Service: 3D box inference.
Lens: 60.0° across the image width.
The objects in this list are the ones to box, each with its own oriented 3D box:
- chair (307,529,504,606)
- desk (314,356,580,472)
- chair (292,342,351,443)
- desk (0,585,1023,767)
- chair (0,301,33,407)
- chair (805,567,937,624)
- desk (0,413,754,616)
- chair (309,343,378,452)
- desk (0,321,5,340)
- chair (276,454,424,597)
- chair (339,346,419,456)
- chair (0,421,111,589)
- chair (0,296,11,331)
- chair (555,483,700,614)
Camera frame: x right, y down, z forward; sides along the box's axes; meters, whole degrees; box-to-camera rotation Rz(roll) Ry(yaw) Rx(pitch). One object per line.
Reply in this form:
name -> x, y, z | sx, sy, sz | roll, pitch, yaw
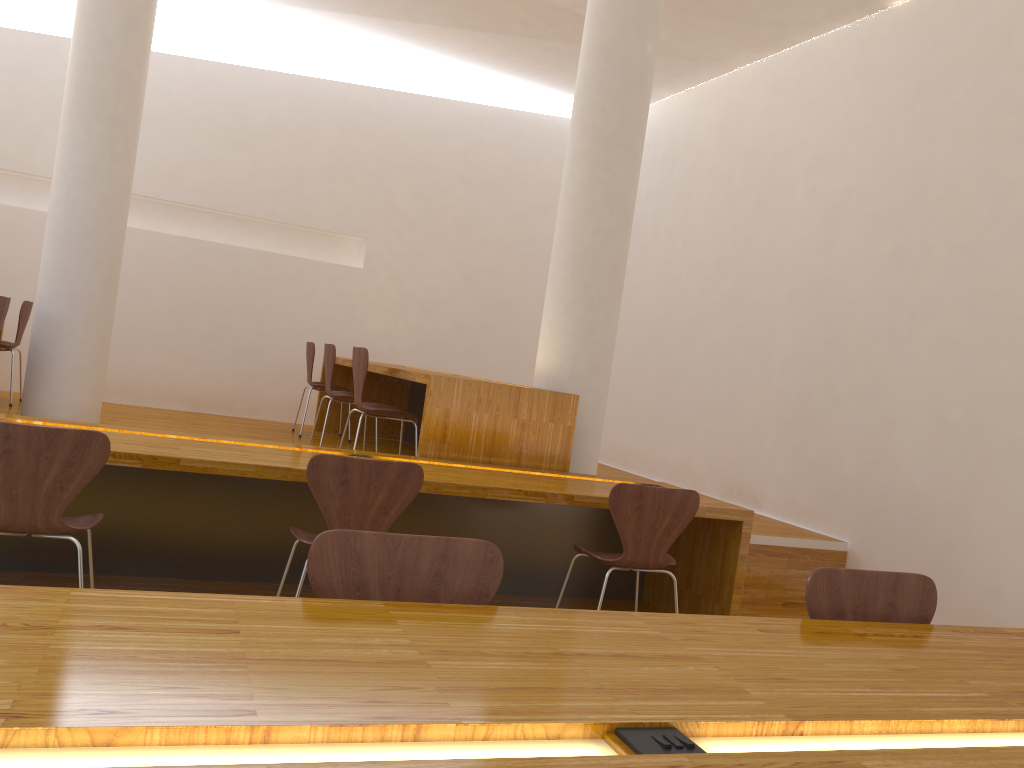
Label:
chair -> -0.183, 0.647, 1.570 | 0.428, 0.693, 0.381 | 8, 1, -21
desk -> -0.624, 0.211, 5.692 | 0.760, 0.606, 3.185 | 8, 1, -21
chair -> -1.381, 0.055, 6.620 | 0.381, 0.693, 0.428 | 8, 1, -21
desk -> 0.129, 0.903, 1.050 | 3.236, 0.918, 1.285 | 8, 1, -21
chair -> -3.417, -0.230, 5.832 | 0.381, 0.693, 0.428 | 8, 1, -21
chair -> 0.865, 0.794, 1.935 | 0.428, 0.693, 0.381 | 8, 1, -21
desk -> -0.609, 0.616, 3.589 | 3.185, 0.606, 0.760 | 8, 1, -21
chair -> -1.021, 0.116, 5.562 | 0.381, 0.693, 0.428 | 8, 1, -21
desk -> -3.721, -0.305, 4.450 | 1.527, 0.785, 3.243 | 8, 1, -21
chair -> -0.578, 0.576, 3.075 | 0.428, 0.693, 0.381 | 8, 1, -21
chair -> -0.678, 0.174, 4.655 | 0.381, 0.693, 0.428 | 8, 1, -21
chair -> -1.476, 0.451, 2.728 | 0.428, 0.693, 0.381 | 8, 1, -21
chair -> -2.986, -0.158, 4.801 | 0.381, 0.693, 0.428 | 8, 1, -21
chair -> 0.444, 0.719, 3.512 | 0.428, 0.693, 0.381 | 8, 1, -21
